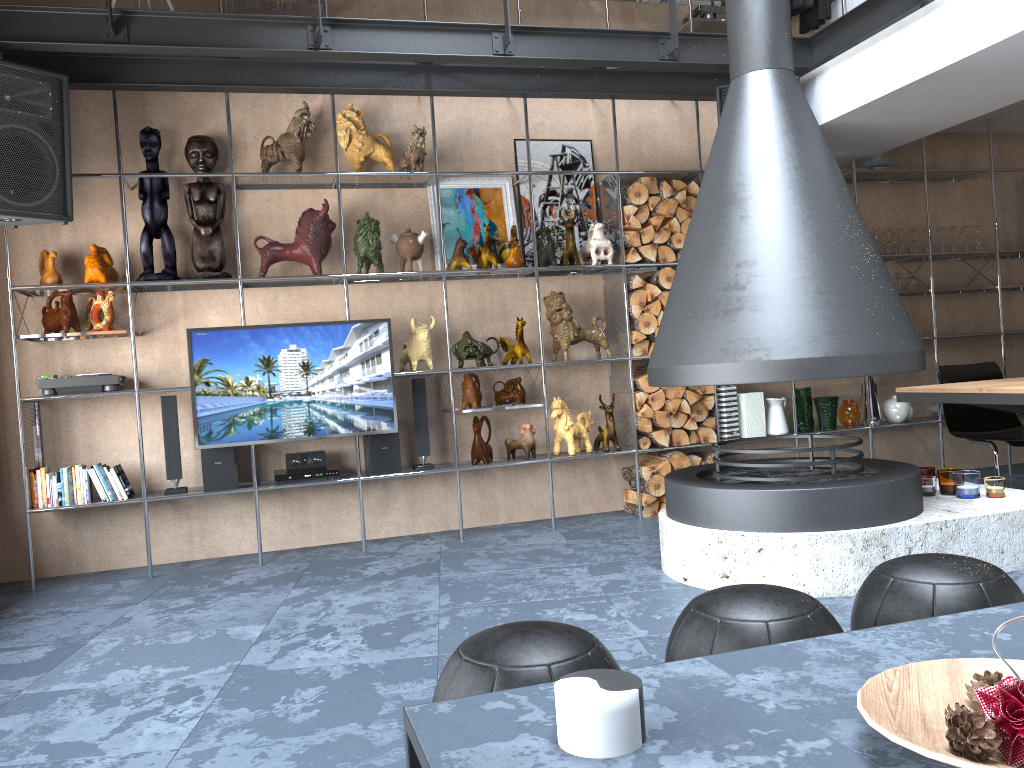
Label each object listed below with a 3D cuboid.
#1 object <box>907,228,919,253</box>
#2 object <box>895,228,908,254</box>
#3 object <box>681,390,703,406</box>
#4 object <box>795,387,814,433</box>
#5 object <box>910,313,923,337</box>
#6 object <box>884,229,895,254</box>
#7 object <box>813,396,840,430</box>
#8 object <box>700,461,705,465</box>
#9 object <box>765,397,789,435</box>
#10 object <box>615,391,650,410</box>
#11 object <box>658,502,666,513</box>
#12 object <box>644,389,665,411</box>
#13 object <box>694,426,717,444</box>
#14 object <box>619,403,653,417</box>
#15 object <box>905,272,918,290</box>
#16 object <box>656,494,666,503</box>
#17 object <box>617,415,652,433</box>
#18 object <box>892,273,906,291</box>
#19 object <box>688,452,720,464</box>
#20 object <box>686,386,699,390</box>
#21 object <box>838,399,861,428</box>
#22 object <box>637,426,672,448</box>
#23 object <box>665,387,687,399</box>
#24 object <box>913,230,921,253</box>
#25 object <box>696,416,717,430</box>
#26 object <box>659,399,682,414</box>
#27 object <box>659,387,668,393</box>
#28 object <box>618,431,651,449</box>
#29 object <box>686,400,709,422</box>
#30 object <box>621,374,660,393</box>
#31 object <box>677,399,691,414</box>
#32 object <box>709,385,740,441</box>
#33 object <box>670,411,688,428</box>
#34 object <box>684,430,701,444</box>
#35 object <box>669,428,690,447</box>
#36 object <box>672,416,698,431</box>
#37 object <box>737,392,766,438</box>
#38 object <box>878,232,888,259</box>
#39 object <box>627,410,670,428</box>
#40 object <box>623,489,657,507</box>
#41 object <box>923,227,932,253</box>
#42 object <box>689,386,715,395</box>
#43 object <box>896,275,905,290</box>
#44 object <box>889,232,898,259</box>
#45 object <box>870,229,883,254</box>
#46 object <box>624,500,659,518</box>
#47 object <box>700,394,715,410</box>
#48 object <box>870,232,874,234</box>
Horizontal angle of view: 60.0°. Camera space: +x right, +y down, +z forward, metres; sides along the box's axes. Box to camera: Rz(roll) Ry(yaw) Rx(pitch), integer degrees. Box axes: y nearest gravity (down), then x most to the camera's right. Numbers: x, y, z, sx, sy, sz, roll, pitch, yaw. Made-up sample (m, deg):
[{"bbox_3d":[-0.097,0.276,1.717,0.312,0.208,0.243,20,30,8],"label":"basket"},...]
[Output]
[{"bbox_3d":[2.768,-0.979,6.127,0.071,0.184,0.070,-5,1,-40],"label":"object"},{"bbox_3d":[2.673,-0.972,6.083,0.071,0.184,0.070,-5,1,-40],"label":"object"},{"bbox_3d":[1.100,0.085,5.687,0.128,0.107,0.329,-4,1,-15],"label":"object"},{"bbox_3d":[1.938,0.171,5.907,0.130,0.295,0.125,-4,1,9],"label":"object"},{"bbox_3d":[2.788,-0.404,6.125,0.081,0.170,0.081,-4,1,10],"label":"object"},{"bbox_3d":[2.579,-0.965,6.065,0.071,0.184,0.070,-5,1,-40],"label":"object"},{"bbox_3d":[2.117,0.197,5.951,0.161,0.219,0.157,-3,1,31],"label":"object"},{"bbox_3d":[1.180,0.543,5.714,0.109,0.135,0.288,-4,1,-12],"label":"object"},{"bbox_3d":[1.741,0.210,5.845,0.146,0.245,0.171,-4,1,14],"label":"object"},{"bbox_3d":[0.751,0.104,5.588,0.097,0.120,0.308,-4,1,-20],"label":"object"},{"bbox_3d":[0.913,0.780,5.609,0.087,0.095,0.303,-4,1,-16],"label":"object"},{"bbox_3d":[0.852,0.093,5.595,0.112,0.153,0.290,-4,1,-19],"label":"object"},{"bbox_3d":[1.193,0.319,5.689,0.126,0.112,0.287,-4,1,-16],"label":"object"},{"bbox_3d":[0.776,0.156,5.587,0.107,0.110,0.331,-4,1,-18],"label":"object"},{"bbox_3d":[2.756,-0.705,6.123,0.092,0.124,0.092,-4,1,10],"label":"object"},{"bbox_3d":[0.940,0.688,5.632,0.103,0.098,0.330,-4,1,-19],"label":"object"},{"bbox_3d":[0.768,0.250,5.587,0.110,0.109,0.321,-4,1,-15],"label":"object"},{"bbox_3d":[2.645,-0.696,6.071,0.092,0.124,0.092,-4,1,10],"label":"object"},{"bbox_3d":[1.215,0.487,5.709,0.105,0.105,0.331,-4,1,-19],"label":"object"},{"bbox_3d":[1.069,-0.014,5.667,0.098,0.115,0.362,-4,1,-16],"label":"object"},{"bbox_3d":[2.279,0.201,5.988,0.145,0.188,0.145,-4,1,-24],"label":"object"},{"bbox_3d":[0.878,0.334,5.612,0.154,0.131,0.362,-4,1,-15],"label":"object"},{"bbox_3d":[0.978,0.051,5.672,0.164,0.128,0.321,-4,1,-16],"label":"object"},{"bbox_3d":[2.868,-0.991,6.289,0.060,0.191,0.060,-4,1,10],"label":"object"},{"bbox_3d":[1.202,0.249,5.717,0.095,0.088,0.303,-4,1,-18],"label":"object"},{"bbox_3d":[0.948,0.142,5.620,0.107,0.098,0.330,-4,1,-20],"label":"object"},{"bbox_3d":[0.906,0.020,5.639,0.098,0.090,0.303,-4,1,-17],"label":"object"},{"bbox_3d":[0.774,0.350,5.613,0.103,0.110,0.312,-4,1,-19],"label":"object"},{"bbox_3d":[1.135,0.174,5.717,0.143,0.143,0.286,-4,1,-16],"label":"object"},{"bbox_3d":[0.804,0.001,5.586,0.151,0.119,0.299,-4,1,-13],"label":"object"},{"bbox_3d":[1.022,0.149,5.657,0.101,0.110,0.331,-4,1,-14],"label":"object"},{"bbox_3d":[1.369,0.187,5.735,0.139,0.347,0.140,-5,1,-36],"label":"object"},{"bbox_3d":[0.979,0.217,5.630,0.147,0.118,0.288,-4,1,-20],"label":"object"},{"bbox_3d":[1.101,0.336,5.692,0.087,0.095,0.303,-4,1,-16],"label":"object"},{"bbox_3d":[1.001,0.330,5.640,0.135,0.114,0.299,-4,1,-18],"label":"object"},{"bbox_3d":[1.061,0.249,5.667,0.103,0.098,0.330,-4,1,-19],"label":"object"},{"bbox_3d":[1.559,0.202,5.773,0.148,0.287,0.092,-4,1,-16],"label":"object"},{"bbox_3d":[2.610,-0.970,6.223,0.071,0.184,0.070,-5,1,-40],"label":"object"},{"bbox_3d":[0.863,0.212,5.610,0.115,0.131,0.374,-4,1,-20],"label":"object"},{"bbox_3d":[0.801,0.709,5.582,0.095,0.088,0.303,-4,1,-18],"label":"object"},{"bbox_3d":[2.886,-0.990,6.156,0.060,0.191,0.060,-4,1,10],"label":"object"},{"bbox_3d":[1.170,0.010,5.690,0.135,0.114,0.299,-4,1,-18],"label":"object"},{"bbox_3d":[2.740,-0.706,6.277,0.092,0.124,0.092,-4,1,10],"label":"object"},{"bbox_3d":[2.698,-0.976,6.255,0.071,0.184,0.070,-5,1,-40],"label":"object"},{"bbox_3d":[2.477,-0.957,6.026,0.071,0.184,0.070,-5,1,-40],"label":"object"},{"bbox_3d":[0.819,0.776,5.612,0.126,0.112,0.287,-4,1,-16],"label":"object"},{"bbox_3d":[1.186,0.107,5.710,0.111,0.121,0.309,-4,1,-17],"label":"object"},{"bbox_3d":[2.506,-0.962,6.204,0.071,0.184,0.070,-5,1,-40],"label":"object"}]
